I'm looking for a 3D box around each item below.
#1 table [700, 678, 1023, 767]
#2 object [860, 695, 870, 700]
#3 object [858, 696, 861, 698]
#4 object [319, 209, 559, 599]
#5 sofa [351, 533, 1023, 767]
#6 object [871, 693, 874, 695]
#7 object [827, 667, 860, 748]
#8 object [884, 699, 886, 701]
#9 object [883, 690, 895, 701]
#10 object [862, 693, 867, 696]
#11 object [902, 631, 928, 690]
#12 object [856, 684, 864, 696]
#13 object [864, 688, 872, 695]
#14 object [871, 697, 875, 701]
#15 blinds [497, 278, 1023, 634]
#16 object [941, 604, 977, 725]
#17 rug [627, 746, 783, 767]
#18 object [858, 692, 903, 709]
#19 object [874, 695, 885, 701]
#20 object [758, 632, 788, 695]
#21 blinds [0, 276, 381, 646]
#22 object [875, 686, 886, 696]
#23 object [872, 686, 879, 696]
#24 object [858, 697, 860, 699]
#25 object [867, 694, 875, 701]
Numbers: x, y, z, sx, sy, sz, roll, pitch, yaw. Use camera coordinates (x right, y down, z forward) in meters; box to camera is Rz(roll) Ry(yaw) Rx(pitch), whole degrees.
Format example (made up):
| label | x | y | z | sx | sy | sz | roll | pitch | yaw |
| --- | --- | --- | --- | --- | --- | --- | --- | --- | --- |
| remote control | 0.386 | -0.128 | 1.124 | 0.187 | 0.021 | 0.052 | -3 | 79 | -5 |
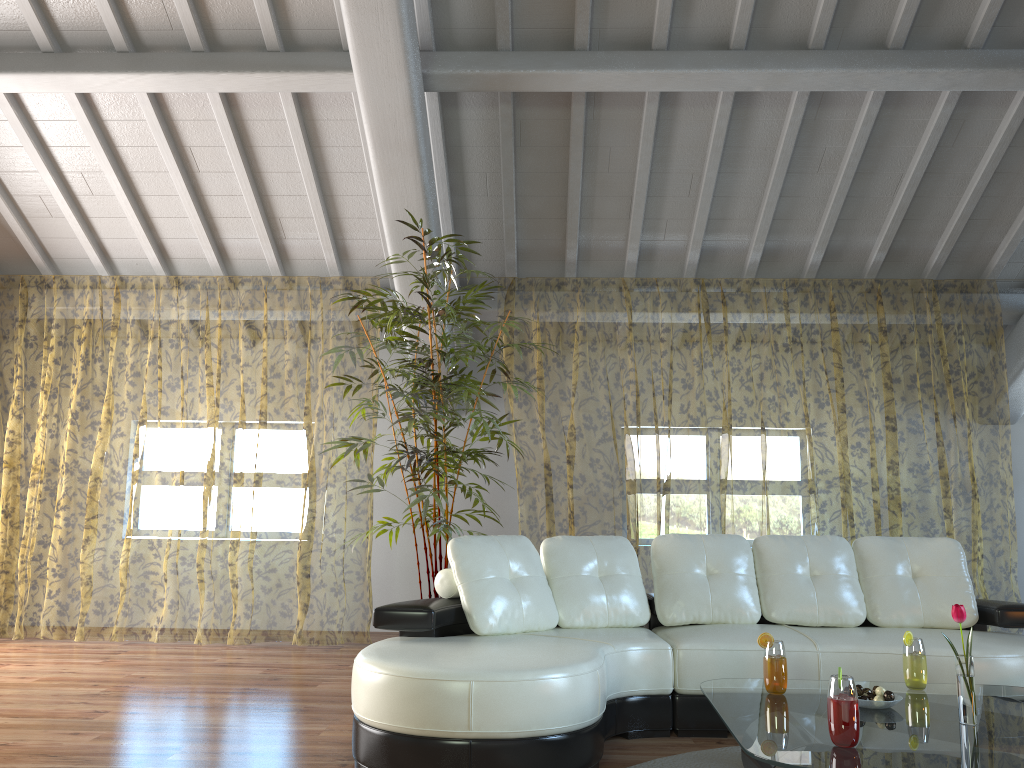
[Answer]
| label | x | y | z | sx | sy | sz | roll | pitch | yaw |
| --- | --- | --- | --- | --- | --- | --- | --- | --- | --- |
| table | 1.193 | 1.093 | 2.499 | 1.201 | 0.290 | 1.201 | 0 | -9 | 5 |
| object | 1.065 | 0.954 | 2.675 | 0.031 | 0.030 | 0.032 | 1 | -9 | 0 |
| object | 1.051 | 0.959 | 2.704 | 0.032 | 0.030 | 0.031 | 7 | -11 | -35 |
| object | -0.424 | 0.357 | 4.939 | 1.399 | 2.473 | 1.177 | -4 | -10 | 27 |
| sofa | 0.814 | 1.052 | 3.807 | 3.047 | 0.805 | 1.359 | 4 | -9 | -19 |
| object | 1.112 | 0.961 | 2.717 | 0.031 | 0.031 | 0.030 | -4 | -10 | 29 |
| object | 0.819 | 0.798 | 2.199 | 0.081 | 0.192 | 0.075 | 4 | -10 | -23 |
| object | 1.123 | 0.946 | 2.648 | 0.032 | 0.031 | 0.031 | -1 | -9 | 12 |
| object | 1.116 | 0.925 | 2.626 | 0.030 | 0.033 | 0.030 | 4 | -9 | -18 |
| object | 1.079 | 0.962 | 2.721 | 0.032 | 0.029 | 0.032 | 7 | -11 | -35 |
| object | 1.350 | 0.927 | 2.981 | 0.081 | 0.192 | 0.075 | 0 | -9 | 7 |
| object | 1.052 | 0.929 | 2.689 | 0.030 | 0.034 | 0.030 | 3 | -9 | -16 |
| object | 1.099 | 0.956 | 2.745 | 0.031 | 0.030 | 0.032 | -6 | -11 | 35 |
| object | 1.093 | 0.953 | 2.661 | 0.032 | 0.030 | 0.032 | 8 | -11 | -38 |
| blinds | 1.634 | 0.521 | 6.043 | 3.505 | 2.546 | 0.306 | 0 | -9 | 2 |
| object | 1.260 | 0.783 | 2.491 | 0.060 | 0.323 | 0.069 | 4 | -10 | -21 |
| rug | 1.265 | 1.218 | 2.293 | 2.313 | 0.020 | 2.307 | 5 | -10 | -27 |
| object | 1.087 | 0.959 | 2.687 | 0.178 | 0.031 | 0.178 | 2 | -9 | -5 |
| object | 1.091 | 0.941 | 2.632 | 0.032 | 0.032 | 0.030 | 0 | -9 | 5 |
| object | 0.849 | 0.904 | 2.871 | 0.081 | 0.192 | 0.075 | -6 | -11 | 37 |
| blinds | -2.670 | 0.486 | 6.182 | 3.505 | 2.546 | 0.306 | 0 | -9 | 2 |
| object | 1.109 | 0.926 | 2.667 | 0.029 | 0.032 | 0.032 | 7 | -11 | -33 |
| object | 1.114 | 0.935 | 2.701 | 0.031 | 0.031 | 0.030 | 0 | -9 | 5 |
| object | 1.033 | 0.950 | 2.678 | 0.031 | 0.031 | 0.032 | 4 | -10 | -21 |
| object | 1.092 | 0.958 | 2.691 | 0.032 | 0.030 | 0.031 | -6 | -11 | 37 |
